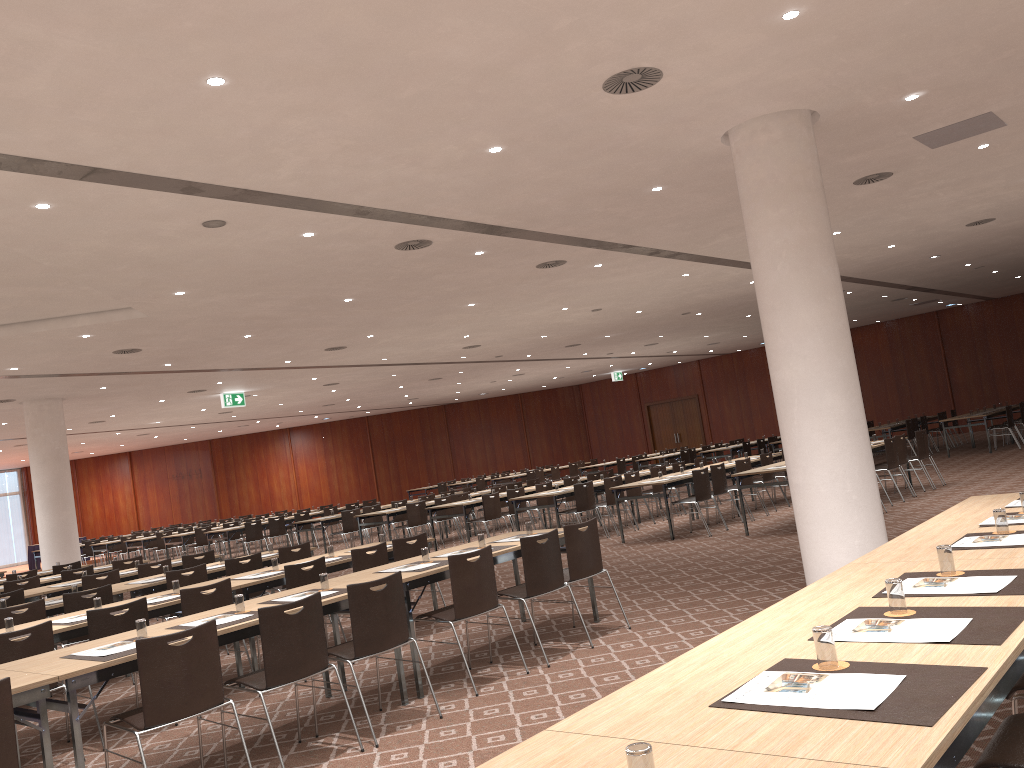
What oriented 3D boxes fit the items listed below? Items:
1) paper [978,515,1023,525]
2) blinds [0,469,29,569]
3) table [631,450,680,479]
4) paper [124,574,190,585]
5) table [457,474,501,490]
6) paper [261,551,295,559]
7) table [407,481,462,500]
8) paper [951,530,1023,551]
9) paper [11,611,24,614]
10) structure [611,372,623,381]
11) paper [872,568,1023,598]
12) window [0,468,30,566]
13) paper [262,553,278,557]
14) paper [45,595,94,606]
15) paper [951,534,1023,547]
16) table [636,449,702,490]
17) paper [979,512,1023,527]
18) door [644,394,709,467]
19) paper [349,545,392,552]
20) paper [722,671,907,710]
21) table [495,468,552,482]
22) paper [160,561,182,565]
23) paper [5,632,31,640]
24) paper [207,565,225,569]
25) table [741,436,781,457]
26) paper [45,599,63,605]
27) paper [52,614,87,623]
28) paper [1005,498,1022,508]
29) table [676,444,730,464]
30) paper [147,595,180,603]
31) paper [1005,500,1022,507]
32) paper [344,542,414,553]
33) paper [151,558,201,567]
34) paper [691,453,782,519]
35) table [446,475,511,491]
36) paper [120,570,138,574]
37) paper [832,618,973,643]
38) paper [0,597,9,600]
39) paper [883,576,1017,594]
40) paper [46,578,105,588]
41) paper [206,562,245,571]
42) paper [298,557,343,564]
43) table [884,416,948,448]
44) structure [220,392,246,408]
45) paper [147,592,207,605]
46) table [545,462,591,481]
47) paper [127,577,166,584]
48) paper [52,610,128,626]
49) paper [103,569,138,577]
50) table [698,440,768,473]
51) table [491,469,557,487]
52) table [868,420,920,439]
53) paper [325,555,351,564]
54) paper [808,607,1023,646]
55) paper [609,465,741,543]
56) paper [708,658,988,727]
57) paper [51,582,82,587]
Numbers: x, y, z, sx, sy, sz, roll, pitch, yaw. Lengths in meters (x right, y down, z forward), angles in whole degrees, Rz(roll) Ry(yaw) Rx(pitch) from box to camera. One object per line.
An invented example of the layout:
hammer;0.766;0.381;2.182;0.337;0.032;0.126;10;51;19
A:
paper;2.656;0.691;4.574;0.398;0.006;0.283;-12;-6;40
blinds;-26.943;5.780;26.983;0.115;3.814;22.844;-12;-5;40
table;4.546;2.661;28.259;0.954;0.832;2.266;-12;-6;40
paper;-3.686;2.035;9.242;0.566;0.003;0.460;-12;-6;40
table;-1.069;3.902;33.087;0.954;0.832;2.266;-12;-6;40
paper;-2.840;1.983;10.255;0.566;0.003;0.460;-13;-6;43
table;-2.534;3.994;31.357;0.954;0.832;2.266;-12;-6;40
paper;2.325;0.705;4.043;0.566;0.003;0.460;-12;-6;40
paper;-4.756;2.105;8.007;0.566;0.003;0.460;-13;-6;42
structure;4.003;-0.289;33.782;0.105;0.346;0.587;-12;-5;40
paper;1.707;0.745;3.327;0.566;0.003;0.460;-12;-6;38
window;-27.094;5.787;27.154;0.217;3.869;22.953;-12;-5;40
paper;-2.924;1.991;10.240;0.398;0.006;0.283;-12;-6;37
paper;-4.311;2.076;8.521;0.566;0.003;0.460;-13;-6;43
paper;2.251;0.714;4.063;0.398;0.006;0.283;-13;-6;41
table;4.578;2.423;25.241;0.954;0.832;2.266;-12;-6;40
paper;2.749;0.678;4.544;0.566;0.003;0.460;-12;-6;38
door;6.493;1.928;34.898;2.425;2.698;0.200;-12;-5;40
paper;-1.426;1.659;8.945;0.398;0.006;0.283;-12;-6;40
paper;0.797;0.805;2.345;0.398;0.006;0.283;-12;-6;38
table;0.429;3.571;31.800;0.954;0.832;2.266;-12;-6;40
paper;-4.432;2.324;11.537;0.398;0.006;0.283;-13;-6;41
paper;-3.652;1.795;6.214;0.566;0.003;0.460;-12;-6;40
paper;-3.337;2.015;9.734;0.398;0.006;0.283;-12;-5;37
table;7.540;2.000;25.684;0.954;0.832;2.266;-12;-6;40
paper;-4.393;2.081;8.479;0.398;0.006;0.283;-12;-6;39
paper;-3.307;1.779;6.739;0.398;0.006;0.283;-13;-6;41
paper;3.171;0.653;5.055;0.566;0.003;0.460;-12;-6;40
table;6.043;2.330;26.972;0.954;0.832;2.266;-12;-6;40
paper;-2.905;1.754;7.219;0.398;0.006;0.283;-12;-6;40
paper;3.064;0.666;5.067;0.398;0.006;0.283;-12;-6;40
paper;-1.346;1.652;8.962;0.566;0.003;0.460;-13;-6;43
paper;-4.346;2.311;11.495;0.566;0.003;0.460;-12;-6;38
paper;4.058;1.745;15.458;0.954;0.832;2.266;-12;-6;40
table;-1.036;3.663;30.069;0.954;0.832;2.266;-12;-6;40
paper;-4.845;2.347;11.012;0.398;0.006;0.283;-12;-6;38
paper;1.210;0.777;2.809;0.398;0.006;0.283;-12;-6;39
paper;-5.820;2.406;9.776;0.566;0.003;0.460;-12;-6;39
paper;1.636;0.751;3.319;0.398;0.006;0.283;-13;-6;42
paper;-5.179;2.366;10.544;0.566;0.003;0.460;-12;-6;40
paper;-3.263;2.008;9.740;0.566;0.003;0.460;-13;-6;41
paper;-1.844;1.685;8.441;0.398;0.006;0.283;-13;-6;41
table;10.534;1.338;23.109;0.954;0.832;2.266;-12;-6;40
structure;-6.664;0.382;21.182;0.105;0.346;0.587;-12;-5;40
paper;-2.828;1.745;7.210;0.566;0.003;0.460;-12;-6;40
table;1.926;3.240;30.512;0.954;0.832;2.266;-12;-6;40
paper;-3.780;2.045;9.235;0.398;0.006;0.283;-13;-6;41
paper;-3.234;1.770;6.716;0.566;0.003;0.460;-12;-6;39
paper;-4.768;2.339;11.015;0.566;0.003;0.460;-12;-6;40
table;6.075;2.092;23.953;0.954;0.832;2.266;-12;-6;40
table;0.461;3.332;28.782;0.954;0.832;2.266;-12;-6;40
table;9.069;1.430;21.378;0.954;0.832;2.266;-12;-6;40
paper;-1.749;1.675;8.449;0.566;0.003;0.460;-12;-6;40
paper;1.311;0.768;2.843;0.566;0.003;0.460;-13;-6;41
paper;2.593;1.837;13.728;0.954;0.832;2.266;-12;-6;40
paper;0.878;0.795;2.324;0.566;0.003;0.460;-13;-6;42
paper;-5.263;2.374;10.523;0.398;0.006;0.283;-12;-6;39
